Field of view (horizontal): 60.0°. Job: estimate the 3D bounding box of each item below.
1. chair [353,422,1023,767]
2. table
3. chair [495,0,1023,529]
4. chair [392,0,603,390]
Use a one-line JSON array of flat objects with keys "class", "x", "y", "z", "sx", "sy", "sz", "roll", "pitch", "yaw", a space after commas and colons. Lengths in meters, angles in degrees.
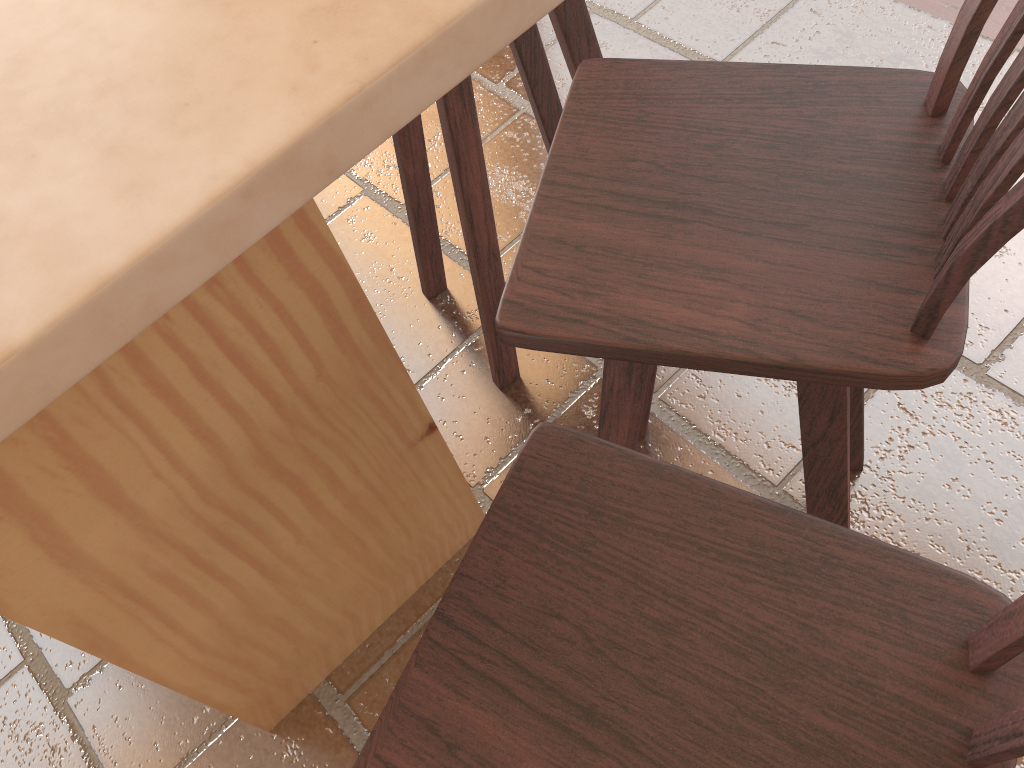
[{"class": "chair", "x": 0.181, "y": 0.358, "z": 0.803, "sx": 0.504, "sy": 1.319, "sz": 0.406, "roll": 19, "pitch": 65, "yaw": 22}, {"class": "table", "x": -1.335, "y": -0.465, "z": 1.673, "sx": 1.196, "sy": 1.257, "sz": 3.220, "roll": -42, "pitch": 60, "yaw": -14}, {"class": "chair", "x": 0.291, "y": -0.088, "z": 1.050, "sx": 0.504, "sy": 1.319, "sz": 0.406, "roll": 8, "pitch": 61, "yaw": 17}, {"class": "chair", "x": -0.029, "y": -0.573, "z": 1.415, "sx": 0.504, "sy": 1.319, "sz": 0.406, "roll": -34, "pitch": 58, "yaw": -9}]
